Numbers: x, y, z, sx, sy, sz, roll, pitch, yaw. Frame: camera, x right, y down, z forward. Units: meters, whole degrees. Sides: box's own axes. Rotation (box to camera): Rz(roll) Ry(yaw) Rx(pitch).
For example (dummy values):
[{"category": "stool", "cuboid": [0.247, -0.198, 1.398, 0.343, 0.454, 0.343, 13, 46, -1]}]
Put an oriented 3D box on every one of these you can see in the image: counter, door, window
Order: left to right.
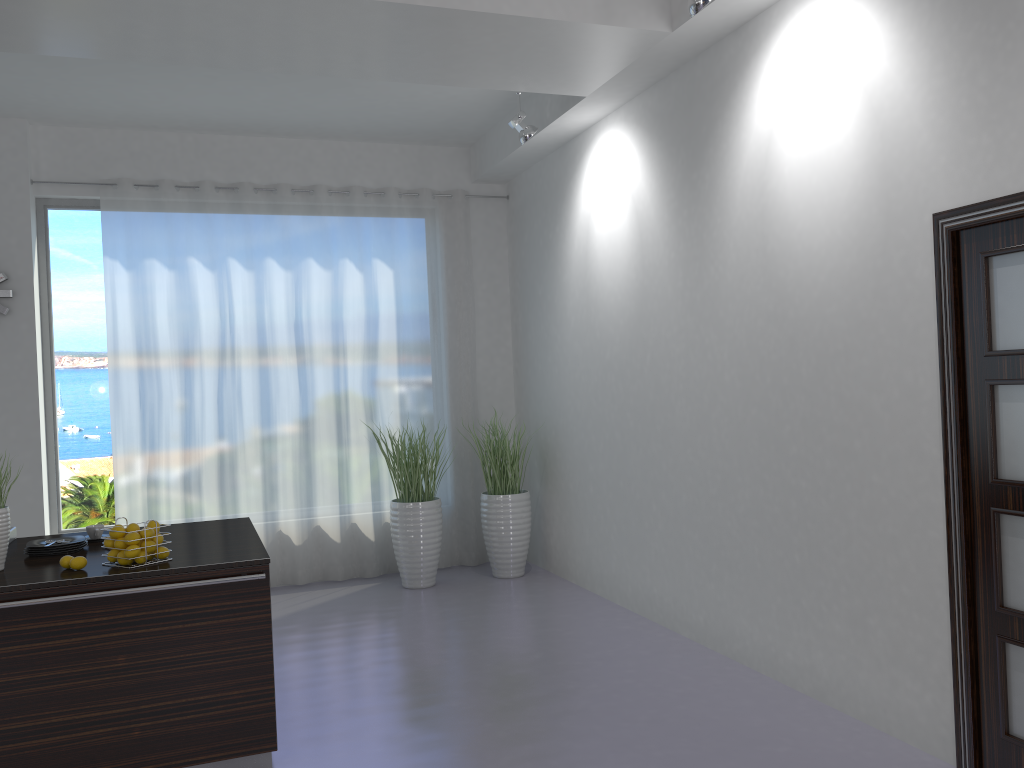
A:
[{"category": "counter", "cuboid": [-2.712, 0.969, 3.548, 3.291, 1.300, 1.302, -3, 0, -20]}, {"category": "window", "cuboid": [-2.018, -0.167, 7.008, 3.000, 2.500, 0.100, -3, 0, -20]}, {"category": "door", "cuboid": [2.008, 0.380, 2.503, 0.220, 2.061, 1.764, -3, 0, -20]}]

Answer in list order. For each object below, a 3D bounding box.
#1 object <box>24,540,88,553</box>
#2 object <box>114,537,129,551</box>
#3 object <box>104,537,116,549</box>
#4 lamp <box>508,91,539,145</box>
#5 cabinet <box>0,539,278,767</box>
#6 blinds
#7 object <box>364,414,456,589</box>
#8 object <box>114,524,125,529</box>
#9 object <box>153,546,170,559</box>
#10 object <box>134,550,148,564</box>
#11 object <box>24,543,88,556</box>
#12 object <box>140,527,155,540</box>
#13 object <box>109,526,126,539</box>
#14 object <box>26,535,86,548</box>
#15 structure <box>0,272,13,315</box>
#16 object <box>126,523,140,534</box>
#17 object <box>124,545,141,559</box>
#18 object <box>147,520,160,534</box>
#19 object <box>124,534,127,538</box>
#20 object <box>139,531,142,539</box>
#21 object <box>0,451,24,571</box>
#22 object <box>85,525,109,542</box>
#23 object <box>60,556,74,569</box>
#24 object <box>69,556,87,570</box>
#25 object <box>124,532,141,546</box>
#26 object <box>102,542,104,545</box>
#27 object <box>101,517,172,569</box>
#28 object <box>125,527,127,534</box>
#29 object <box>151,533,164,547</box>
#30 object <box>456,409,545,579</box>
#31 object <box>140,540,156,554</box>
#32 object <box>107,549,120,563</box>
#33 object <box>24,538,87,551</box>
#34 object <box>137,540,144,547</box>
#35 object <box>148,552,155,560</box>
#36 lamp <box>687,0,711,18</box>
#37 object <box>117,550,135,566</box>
[{"category": "object", "cuboid": [-1.990, 0.715, 3.875, 0.232, 0.020, 0.232, -3, 0, -12]}, {"category": "object", "cuboid": [-1.534, 0.630, 3.493, 0.052, 0.053, 0.062, -2, 0, 42]}, {"category": "object", "cuboid": [-1.589, 0.631, 3.521, 0.063, 0.051, 0.053, -2, 0, 39]}, {"category": "lamp", "cuboid": [0.067, -1.754, 5.557, 0.185, 0.511, 0.150, -3, 0, -20]}, {"category": "cabinet", "cuboid": [-2.700, 1.193, 3.537, 3.285, 0.852, 1.377, -3, 0, -20]}, {"category": "blinds", "cuboid": [-1.601, 0.002, 6.920, 2.830, 3.112, 0.120, -3, 0, -20]}, {"category": "object", "cuboid": [-0.728, 0.860, 6.654, 0.713, 1.334, 0.656, -3, 0, -20]}, {"category": "object", "cuboid": [-1.577, 0.591, 3.546, 0.052, 0.060, 0.057, -3, 0, -32]}, {"category": "object", "cuboid": [-1.405, 0.677, 3.553, 0.053, 0.052, 0.062, -3, 0, 19]}, {"category": "object", "cuboid": [-1.457, 0.680, 3.484, 0.051, 0.053, 0.063, -3, 0, -12]}, {"category": "object", "cuboid": [-1.990, 0.725, 3.875, 0.232, 0.020, 0.232, -3, 0, -12]}, {"category": "object", "cuboid": [-1.444, 0.593, 3.511, 0.051, 0.053, 0.063, -3, 0, -7]}, {"category": "object", "cuboid": [-1.556, 0.587, 3.498, 0.063, 0.051, 0.053, -3, 0, 27]}, {"category": "object", "cuboid": [-2.181, 0.640, 3.891, 0.646, 0.147, 0.269, -3, 0, 5]}, {"category": "structure", "cuboid": [-3.689, -0.614, 6.042, 0.505, 0.505, 0.076, -3, 0, -20]}, {"category": "object", "cuboid": [-1.510, 0.581, 3.535, 0.051, 0.053, 0.063, -3, 0, -19]}, {"category": "object", "cuboid": [-1.475, 0.652, 3.447, 0.061, 0.054, 0.052, -3, 0, -43]}, {"category": "object", "cuboid": [-1.447, 0.580, 3.578, 0.050, 0.060, 0.059, -3, 0, -21]}, {"category": "object", "cuboid": [-1.539, 0.627, 3.549, 0.064, 0.053, 0.051, -3, 0, -17]}, {"category": "object", "cuboid": [-1.483, 0.611, 3.570, 0.055, 0.051, 0.061, -3, 0, -26]}, {"category": "object", "cuboid": [-2.046, 0.484, 3.478, 0.247, 0.502, 0.269, -3, 0, 23]}, {"category": "object", "cuboid": [-1.952, 0.699, 4.155, 0.153, 0.069, 0.153, -3, 0, 13]}, {"category": "object", "cuboid": [-1.736, 0.697, 3.467, 0.063, 0.051, 0.053, -2, 0, 39]}, {"category": "object", "cuboid": [-1.680, 0.694, 3.435, 0.063, 0.051, 0.053, -3, 0, -16]}, {"category": "object", "cuboid": [-1.486, 0.607, 3.472, 0.061, 0.052, 0.053, -3, 0, -7]}, {"category": "object", "cuboid": [-1.746, 0.690, 3.977, 0.153, 0.069, 0.153, -2, 0, 43]}, {"category": "object", "cuboid": [-1.499, 0.623, 3.539, 0.207, 0.174, 0.189, -2, 0, 35]}, {"category": "object", "cuboid": [-1.546, 0.602, 3.590, 0.053, 0.051, 0.063, -3, 0, 25]}, {"category": "object", "cuboid": [-1.430, 0.628, 3.564, 0.053, 0.054, 0.061, -3, 0, 26]}, {"category": "object", "cuboid": [-0.120, 0.833, 6.912, 0.656, 1.334, 0.713, -3, 0, -36]}, {"category": "object", "cuboid": [-1.439, 0.643, 3.506, 0.061, 0.055, 0.051, -3, 0, -41]}, {"category": "object", "cuboid": [-1.571, 0.678, 3.510, 0.060, 0.057, 0.052, -3, 0, -18]}, {"category": "object", "cuboid": [-1.991, 0.705, 3.875, 0.232, 0.020, 0.232, -3, 0, -17]}, {"category": "object", "cuboid": [-1.469, 0.641, 3.515, 0.051, 0.053, 0.062, -3, 0, -12]}, {"category": "object", "cuboid": [-1.463, 0.682, 3.564, 0.050, 0.055, 0.061, -3, 0, 25]}, {"category": "lamp", "cuboid": [0.756, -1.782, 3.679, 0.185, 0.511, 0.150, -3, 0, -20]}, {"category": "object", "cuboid": [-1.515, 0.681, 3.485, 0.064, 0.063, 0.074, -3, 0, 0]}]
